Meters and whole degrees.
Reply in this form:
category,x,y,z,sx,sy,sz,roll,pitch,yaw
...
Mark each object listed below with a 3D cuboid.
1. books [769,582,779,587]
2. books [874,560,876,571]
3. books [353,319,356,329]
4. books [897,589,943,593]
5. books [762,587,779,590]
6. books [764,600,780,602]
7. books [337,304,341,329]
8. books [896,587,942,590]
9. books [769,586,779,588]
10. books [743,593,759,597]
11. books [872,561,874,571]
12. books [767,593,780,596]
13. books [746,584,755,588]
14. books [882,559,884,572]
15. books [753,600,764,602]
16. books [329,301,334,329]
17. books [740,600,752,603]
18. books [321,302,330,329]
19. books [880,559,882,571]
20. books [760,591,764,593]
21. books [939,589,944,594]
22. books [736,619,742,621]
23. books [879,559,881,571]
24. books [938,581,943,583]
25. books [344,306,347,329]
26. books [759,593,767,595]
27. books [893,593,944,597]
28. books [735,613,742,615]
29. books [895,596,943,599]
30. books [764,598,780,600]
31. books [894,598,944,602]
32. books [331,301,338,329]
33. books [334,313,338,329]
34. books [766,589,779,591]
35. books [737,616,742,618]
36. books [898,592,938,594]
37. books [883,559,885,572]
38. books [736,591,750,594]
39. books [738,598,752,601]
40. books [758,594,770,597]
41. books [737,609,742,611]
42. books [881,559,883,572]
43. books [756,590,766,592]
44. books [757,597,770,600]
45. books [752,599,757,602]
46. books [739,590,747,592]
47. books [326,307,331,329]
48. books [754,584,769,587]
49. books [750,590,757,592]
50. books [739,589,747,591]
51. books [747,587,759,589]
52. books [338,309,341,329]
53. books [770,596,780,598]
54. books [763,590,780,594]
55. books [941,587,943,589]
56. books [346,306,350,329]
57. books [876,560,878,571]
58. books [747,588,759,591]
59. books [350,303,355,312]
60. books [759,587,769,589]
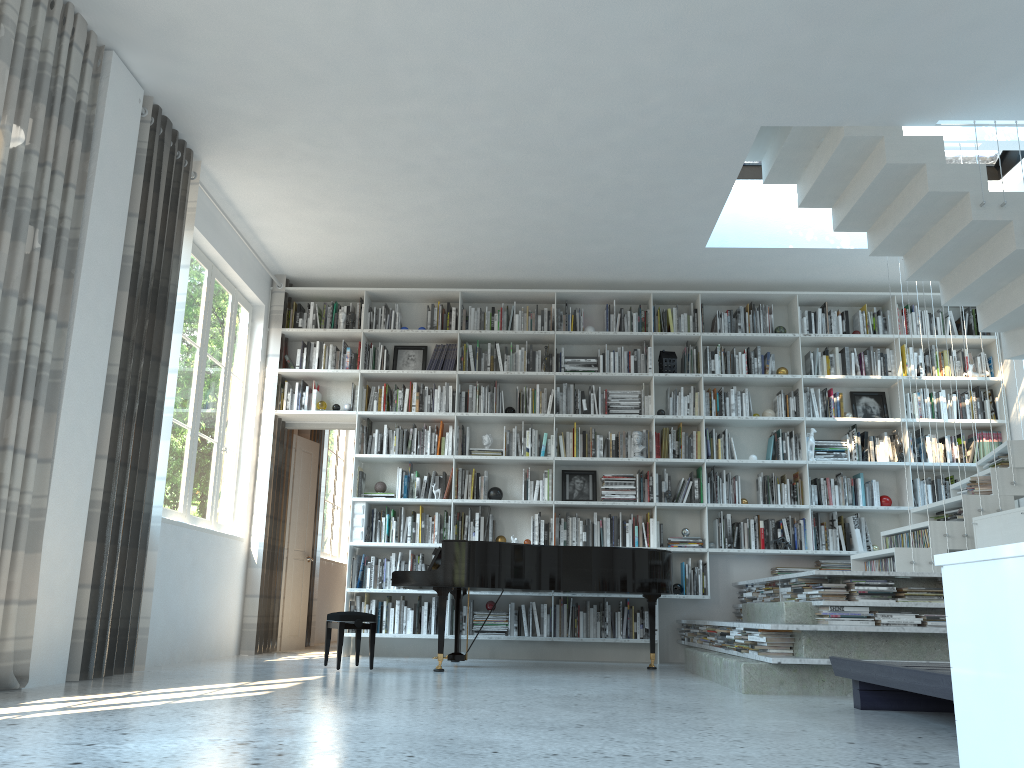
category,x,y,z,sx,sy,sz,roll,pitch,yaw
books,1.949,1.447,6.404,0.139,0.028,0.262,-1,-15,7
books,2.633,1.311,6.273,0.125,0.125,0.009,1,-14,2
books,-1.398,-0.516,7.958,0.028,0.184,0.168,1,-14,2
books,2.417,1.234,5.283,0.245,0.013,0.173,1,-14,1
books,1.933,1.477,6.397,0.187,0.009,0.261,1,-14,1
books,1.927,1.562,6.376,0.182,0.011,0.254,0,-15,6
books,-1.548,-0.561,7.976,0.013,0.274,0.159,1,-14,2
books,2.417,1.220,5.279,0.203,0.011,0.173,2,-14,-3
books,1.960,1.467,6.399,0.128,0.013,0.297,1,-14,0
books,1.944,1.657,6.964,0.189,0.030,0.238,1,-14,-1
books,2.634,1.321,6.310,0.125,0.125,0.007,1,-14,2
books,1.945,1.518,6.387,0.159,0.018,0.203,1,-14,0
books,1.953,1.591,6.980,0.171,0.020,0.194,2,-14,-3
books,2.628,1.275,6.130,0.125,0.125,0.007,1,-14,2
books,1.936,1.631,6.656,0.190,0.012,0.236,1,-14,0
books,-1.615,-0.577,7.976,0.014,0.303,0.146,1,-14,2
books,1.967,1.776,7.235,0.163,0.017,0.233,0,-14,4
books,-1.672,-0.569,7.971,0.039,0.282,0.182,1,-14,2
books,2.629,1.282,6.160,0.125,0.125,0.009,1,-14,2
books,1.959,1.567,6.671,0.144,0.013,0.221,0,-14,5
books,2.715,1.236,5.271,0.284,0.030,0.177,0,-14,3
books,1.930,1.926,7.234,0.163,0.019,0.188,1,-14,1
books,2.630,1.288,6.181,0.125,0.125,0.008,1,-14,2
books,2.716,1.177,5.274,0.285,0.013,0.181,2,-14,-3
books,-1.486,-0.551,7.967,0.021,0.252,0.179,1,-14,2
books,1.961,1.579,6.668,0.150,0.013,0.216,1,-14,2
books,2.416,1.252,5.261,0.273,0.014,0.188,2,-14,-3
books,1.933,1.881,7.245,0.159,0.012,0.279,1,-14,1
books,2.416,1.270,5.272,0.214,0.015,0.177,0,-14,3
books,1.934,1.550,6.379,0.178,0.014,0.248,1,-14,0
books,2.416,1.289,5.284,0.293,0.014,0.134,1,-14,-1
books,-1.593,-0.580,7.986,0.029,0.313,0.129,1,-14,2
books,-1.568,-0.520,7.960,0.024,0.187,0.160,1,-14,2
books,1.939,1.487,6.394,0.161,0.012,0.255,0,-15,6
books,1.940,1.906,7.239,0.147,0.014,0.293,1,-14,2
books,2.417,1.246,5.286,0.179,0.010,0.160,0,-14,4
books,2.628,1.271,6.115,0.125,0.125,0.010,1,-14,2
books,1.958,1.706,7.252,0.171,0.015,0.253,2,-14,-3
books,1.958,1.759,7.239,0.175,0.017,0.266,0,-14,5
books,1.957,1.595,6.664,0.154,0.018,0.221,1,-14,1
books,1.930,1.848,7.254,0.152,0.015,0.208,-1,-15,7
books,2.629,1.278,6.145,0.125,0.125,0.008,1,-14,2
books,1.951,1.557,6.674,0.167,0.008,0.235,1,-14,1
books,1.945,1.614,6.660,0.164,0.023,0.242,0,-15,6
books,1.974,1.699,6.953,0.131,0.021,0.241,0,-14,4
books,1.968,1.694,7.255,0.167,0.008,0.235,1,-14,1
books,-1.637,-0.552,7.984,0.030,0.257,0.130,1,-14,2
books,1.945,1.523,6.682,0.165,0.015,0.243,2,-14,-3
books,1.963,1.631,6.970,0.143,0.012,0.264,-1,-15,7
books,1.968,1.685,7.257,0.159,0.011,0.246,1,-14,-1
books,1.964,1.604,6.976,0.159,0.007,0.286,1,-14,1
books,-1.532,-0.537,7.969,0.021,0.225,0.157,1,-14,2
books,1.956,1.535,6.382,0.138,0.017,0.238,1,-14,1
books,1.936,1.501,6.391,0.179,0.017,0.294,0,-14,3
books,2.715,1.213,5.269,0.261,0.012,0.180,0,-15,6
books,-1.461,-0.554,7.964,0.027,0.258,0.147,1,-14,2
books,2.632,1.302,6.235,0.125,0.125,0.008,1,-14,2
books,1.962,1.616,6.973,0.163,0.018,0.290,1,-14,1
books,-1.441,-0.567,7.979,0.013,0.291,0.155,1,-14,2
books,1.957,1.537,6.679,0.149,0.013,0.220,0,-14,5
